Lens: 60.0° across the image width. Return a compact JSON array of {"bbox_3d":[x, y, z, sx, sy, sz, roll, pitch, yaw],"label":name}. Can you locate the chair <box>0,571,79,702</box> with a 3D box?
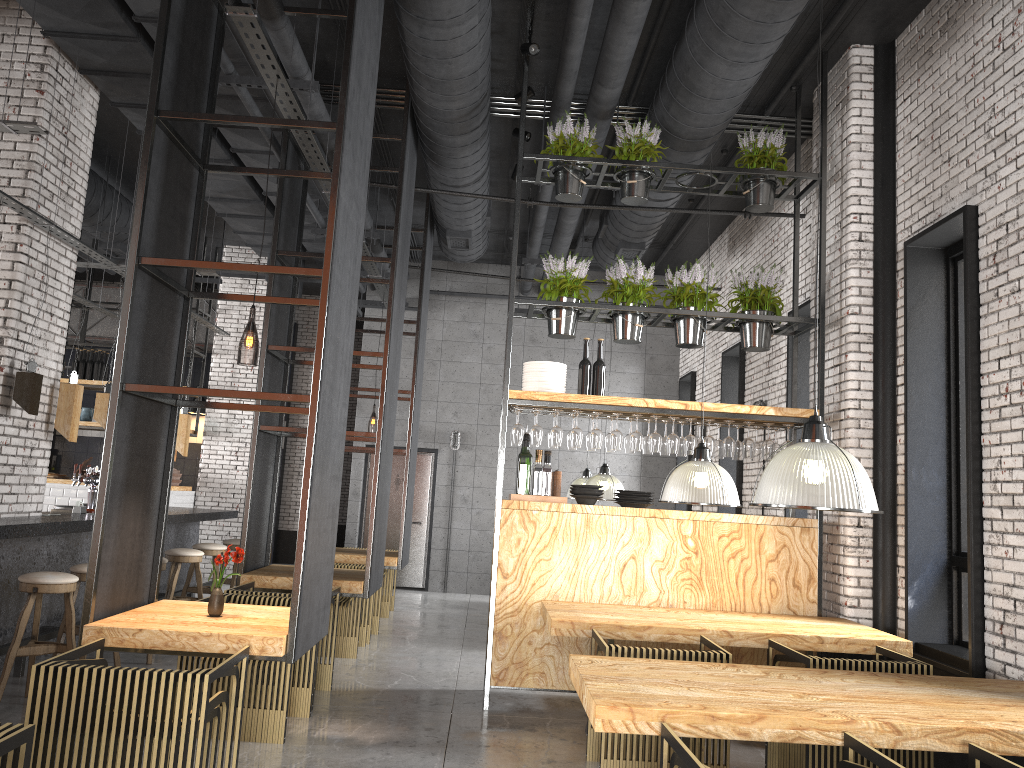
[{"bbox_3d":[-2.931,1.582,5.545,0.480,0.808,0.438,8,-9,-27],"label":"chair"}]

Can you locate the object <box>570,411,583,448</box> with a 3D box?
[{"bbox_3d":[0.477,0.333,6.526,0.101,0.268,0.100,-2,-10,35],"label":"object"}]

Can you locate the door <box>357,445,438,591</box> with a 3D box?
[{"bbox_3d":[-1.731,1.994,13.297,1.120,2.109,0.158,4,-8,-1],"label":"door"}]

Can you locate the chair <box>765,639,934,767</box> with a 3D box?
[{"bbox_3d":[1.809,1.831,4.828,0.657,0.732,0.637,4,-8,-3],"label":"chair"}]

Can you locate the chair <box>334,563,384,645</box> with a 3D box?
[{"bbox_3d":[-1.643,2.106,8.670,0.657,0.732,0.636,4,-8,0],"label":"chair"}]

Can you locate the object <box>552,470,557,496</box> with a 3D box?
[{"bbox_3d":[0.333,0.766,6.640,0.056,0.249,0.056,5,-8,-9],"label":"object"}]

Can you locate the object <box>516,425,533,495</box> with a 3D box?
[{"bbox_3d":[0.096,0.573,6.569,0.106,0.556,0.156,4,-8,-2],"label":"object"}]

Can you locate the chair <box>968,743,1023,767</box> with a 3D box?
[{"bbox_3d":[1.863,1.557,2.646,0.657,0.732,0.637,4,-8,-4],"label":"chair"}]

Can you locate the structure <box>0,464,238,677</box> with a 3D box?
[{"bbox_3d":[-5.389,1.371,7.734,4.310,1.538,5.860,4,-7,-1],"label":"structure"}]

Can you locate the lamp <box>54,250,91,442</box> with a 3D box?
[{"bbox_3d":[-3.428,-0.319,7.001,0.127,1.551,0.127,4,-8,-1],"label":"lamp"}]

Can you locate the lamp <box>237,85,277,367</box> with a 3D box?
[{"bbox_3d":[-1.347,-0.890,4.791,0.108,1.603,0.108,8,-10,-29],"label":"lamp"}]

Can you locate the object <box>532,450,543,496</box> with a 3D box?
[{"bbox_3d":[0.192,0.673,6.571,0.070,0.369,0.107,4,-8,-2],"label":"object"}]

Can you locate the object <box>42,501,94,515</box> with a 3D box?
[{"bbox_3d":[-3.640,1.024,7.320,0.200,0.106,0.764,4,-7,-1],"label":"object"}]

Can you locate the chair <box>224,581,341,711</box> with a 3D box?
[{"bbox_3d":[-1.599,1.782,6.110,0.657,0.732,0.636,3,-8,1],"label":"chair"}]

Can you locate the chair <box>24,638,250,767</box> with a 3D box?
[{"bbox_3d":[-1.495,1.464,3.558,0.657,0.732,0.637,4,-8,-3],"label":"chair"}]

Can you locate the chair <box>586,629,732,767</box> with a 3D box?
[{"bbox_3d":[0.771,1.762,4.788,0.657,0.732,0.636,4,-8,-1],"label":"chair"}]

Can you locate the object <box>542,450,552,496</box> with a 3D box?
[{"bbox_3d":[0.258,0.678,6.573,0.070,0.369,0.107,4,-8,-2],"label":"object"}]

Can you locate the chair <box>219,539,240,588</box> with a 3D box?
[{"bbox_3d":[-2.990,2.113,9.737,0.438,0.808,0.480,9,-10,-32],"label":"chair"}]

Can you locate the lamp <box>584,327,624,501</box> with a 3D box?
[{"bbox_3d":[1.073,0.079,9.854,0.536,2.413,0.535,-2,-10,35],"label":"lamp"}]

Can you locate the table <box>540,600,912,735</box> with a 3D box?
[{"bbox_3d":[1.247,1.878,5.601,2.116,0.765,0.997,4,-8,-1],"label":"table"}]

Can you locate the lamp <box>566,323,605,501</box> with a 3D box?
[{"bbox_3d":[1.023,0.293,11.560,0.536,2.413,0.535,-4,-11,40],"label":"lamp"}]

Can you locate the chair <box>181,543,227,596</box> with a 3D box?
[{"bbox_3d":[-3.101,1.993,8.851,0.439,0.808,0.479,4,-8,-2],"label":"chair"}]

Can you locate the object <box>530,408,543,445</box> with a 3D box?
[{"bbox_3d":[0.183,0.314,6.521,0.101,0.268,0.100,-2,-10,35],"label":"object"}]

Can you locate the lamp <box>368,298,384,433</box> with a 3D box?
[{"bbox_3d":[-1.496,-0.246,9.917,0.108,1.603,0.108,-1,-10,30],"label":"lamp"}]

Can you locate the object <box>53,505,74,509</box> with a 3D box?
[{"bbox_3d":[-5.090,1.917,10.104,0.399,1.038,0.396,-2,-10,34],"label":"object"}]

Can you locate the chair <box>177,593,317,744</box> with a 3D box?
[{"bbox_3d":[-1.577,1.686,5.346,0.657,0.732,0.636,3,-8,1],"label":"chair"}]

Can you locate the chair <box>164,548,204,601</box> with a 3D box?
[{"bbox_3d":[-2.935,1.890,7.964,0.438,0.808,0.479,5,-8,-12],"label":"chair"}]

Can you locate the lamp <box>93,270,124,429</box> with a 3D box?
[{"bbox_3d":[-3.443,-0.301,7.654,0.127,1.424,0.127,4,-8,-1],"label":"lamp"}]

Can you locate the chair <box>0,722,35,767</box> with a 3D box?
[{"bbox_3d":[-1.692,1.272,2.154,0.657,0.732,0.637,4,-8,-2],"label":"chair"}]

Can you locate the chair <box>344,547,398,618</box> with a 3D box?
[{"bbox_3d":[-1.715,2.328,10.445,0.657,0.732,0.637,4,-8,-2],"label":"chair"}]

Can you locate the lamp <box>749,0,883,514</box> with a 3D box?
[{"bbox_3d":[1.355,-0.659,3.927,0.536,2.413,0.535,-2,-10,35],"label":"lamp"}]

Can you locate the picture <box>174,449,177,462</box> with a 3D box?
[{"bbox_3d":[-6.559,0.815,16.176,0.980,1.145,0.020,4,-8,-1],"label":"picture"}]

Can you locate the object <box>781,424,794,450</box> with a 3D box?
[{"bbox_3d":[2.042,0.435,6.557,0.101,0.268,0.100,-1,-9,29],"label":"object"}]

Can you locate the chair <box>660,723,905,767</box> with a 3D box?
[{"bbox_3d":[0.823,1.493,2.656,0.657,0.732,0.637,4,-8,-3],"label":"chair"}]

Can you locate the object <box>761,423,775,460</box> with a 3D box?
[{"bbox_3d":[1.895,0.425,6.554,0.101,0.268,0.100,-1,-9,29],"label":"object"}]

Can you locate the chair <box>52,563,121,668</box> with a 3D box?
[{"bbox_3d":[-2.955,1.657,6.146,0.480,0.808,0.438,5,-8,-12],"label":"chair"}]

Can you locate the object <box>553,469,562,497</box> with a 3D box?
[{"bbox_3d":[0.335,0.755,6.554,0.056,0.249,0.056,5,-8,-9],"label":"object"}]

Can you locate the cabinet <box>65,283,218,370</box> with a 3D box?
[{"bbox_3d":[-7.441,-0.809,15.511,5.863,1.774,0.680,4,-8,-1],"label":"cabinet"}]

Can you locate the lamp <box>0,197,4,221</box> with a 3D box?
[{"bbox_3d":[-3.391,-0.481,5.714,0.127,1.551,0.127,4,-8,-1],"label":"lamp"}]

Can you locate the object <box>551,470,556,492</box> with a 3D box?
[{"bbox_3d":[0.328,0.788,6.812,0.056,0.249,0.056,5,-8,-9],"label":"object"}]

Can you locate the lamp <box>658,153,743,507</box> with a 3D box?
[{"bbox_3d":[1.296,-0.407,5.932,0.536,2.413,0.535,-2,-10,35],"label":"lamp"}]

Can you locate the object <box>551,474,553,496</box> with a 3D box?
[{"bbox_3d":[0.330,0.777,6.726,0.056,0.249,0.056,5,-8,-9],"label":"object"}]

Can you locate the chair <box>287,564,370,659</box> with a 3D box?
[{"bbox_3d":[-1.642,2.012,7.933,0.657,0.732,0.637,4,-8,-2],"label":"chair"}]

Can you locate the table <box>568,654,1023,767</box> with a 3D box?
[{"bbox_3d":[1.308,1.615,3.512,2.116,0.765,0.997,4,-8,-1],"label":"table"}]

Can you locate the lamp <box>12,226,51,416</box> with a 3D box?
[{"bbox_3d":[-3.405,-0.476,6.369,0.127,1.399,0.127,4,-8,-1],"label":"lamp"}]

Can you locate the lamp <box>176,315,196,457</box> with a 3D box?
[{"bbox_3d":[-3.503,0.004,9.575,0.127,1.551,0.127,4,-8,-1],"label":"lamp"}]

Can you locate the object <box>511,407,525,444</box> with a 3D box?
[{"bbox_3d":[0.045,0.305,6.518,0.101,0.268,0.100,-2,-10,35],"label":"object"}]

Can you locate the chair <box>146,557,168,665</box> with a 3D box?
[{"bbox_3d":[-2.945,1.771,7.030,0.479,0.808,0.438,11,-11,-42],"label":"chair"}]

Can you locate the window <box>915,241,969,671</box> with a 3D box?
[{"bbox_3d":[2.862,0.350,5.529,0.365,2.707,0.746,4,-8,-1],"label":"window"}]

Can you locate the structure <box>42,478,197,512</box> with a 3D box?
[{"bbox_3d":[-7.601,1.971,12.723,5.800,1.350,1.506,4,-8,-1],"label":"structure"}]

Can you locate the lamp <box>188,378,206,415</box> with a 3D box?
[{"bbox_3d":[-5.617,0.063,15.986,0.390,0.940,0.389,3,-8,1],"label":"lamp"}]
